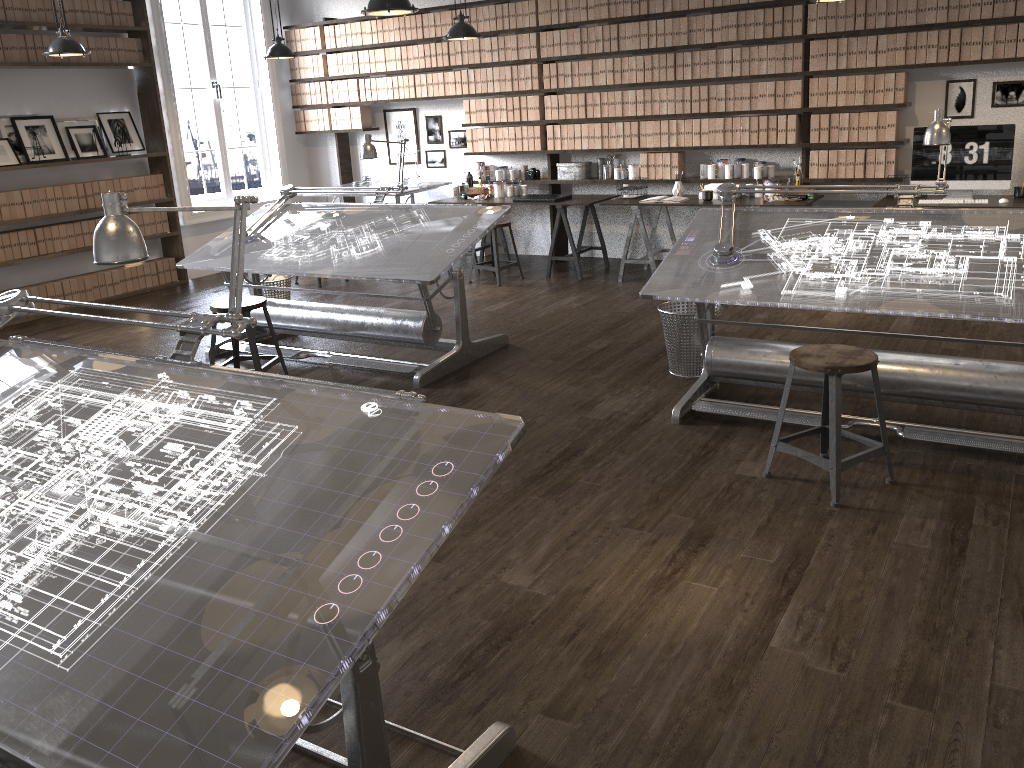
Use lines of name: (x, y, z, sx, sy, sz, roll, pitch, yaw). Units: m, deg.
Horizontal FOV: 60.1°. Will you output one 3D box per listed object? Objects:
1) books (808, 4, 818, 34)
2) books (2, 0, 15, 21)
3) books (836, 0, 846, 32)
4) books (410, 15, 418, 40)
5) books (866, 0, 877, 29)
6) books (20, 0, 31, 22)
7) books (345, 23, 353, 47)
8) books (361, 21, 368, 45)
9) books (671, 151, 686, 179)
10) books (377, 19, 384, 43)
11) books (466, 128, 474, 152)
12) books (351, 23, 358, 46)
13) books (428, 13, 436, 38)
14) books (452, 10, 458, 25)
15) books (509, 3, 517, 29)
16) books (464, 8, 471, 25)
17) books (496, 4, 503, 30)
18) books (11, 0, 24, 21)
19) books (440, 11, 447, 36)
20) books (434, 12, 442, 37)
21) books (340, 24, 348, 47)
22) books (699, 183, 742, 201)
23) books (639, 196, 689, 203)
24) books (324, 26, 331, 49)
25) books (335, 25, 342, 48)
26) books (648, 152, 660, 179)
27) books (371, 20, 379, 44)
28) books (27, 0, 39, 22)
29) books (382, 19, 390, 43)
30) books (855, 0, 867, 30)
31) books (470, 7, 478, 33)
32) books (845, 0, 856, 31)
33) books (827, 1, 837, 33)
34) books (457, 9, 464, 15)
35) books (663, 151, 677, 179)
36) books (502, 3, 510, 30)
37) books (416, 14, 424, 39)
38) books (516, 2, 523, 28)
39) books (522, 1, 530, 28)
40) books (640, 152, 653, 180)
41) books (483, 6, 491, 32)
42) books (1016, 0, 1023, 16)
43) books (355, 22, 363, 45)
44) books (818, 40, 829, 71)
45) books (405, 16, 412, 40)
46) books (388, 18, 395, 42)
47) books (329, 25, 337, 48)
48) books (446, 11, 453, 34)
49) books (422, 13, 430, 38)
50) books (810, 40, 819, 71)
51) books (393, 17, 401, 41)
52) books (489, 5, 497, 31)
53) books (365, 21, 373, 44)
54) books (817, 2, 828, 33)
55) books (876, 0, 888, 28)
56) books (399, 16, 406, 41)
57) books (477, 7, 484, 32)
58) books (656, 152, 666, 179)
books: (2.339, -2.812, 6.839, 0.067, 0.223, 0.176, 6, 18, 30)
books: (-4.091, -3.014, 7.113, 0.175, 0.223, 0.067, 6, 18, 31)
books: (2.518, -2.789, 6.735, 0.067, 0.222, 0.176, 6, 18, 30)
books: (-0.913, -3.492, 8.685, 0.067, 0.222, 0.176, 6, 18, 30)
books: (2.703, -2.766, 6.628, 0.067, 0.223, 0.176, 6, 18, 30)
books: (-4.025, -3.054, 7.226, 0.175, 0.222, 0.067, 6, 18, 31)
books: (-1.620, -3.583, 9.103, 0.067, 0.223, 0.176, 6, 18, 30)
books: (-1.445, -3.560, 8.998, 0.067, 0.222, 0.176, 6, 18, 30)
books: (1.444, -1.899, 7.689, 0.067, 0.223, 0.176, 6, 18, 30)
books: (-1.268, -3.537, 8.894, 0.067, 0.223, 0.176, 6, 18, 30)
books: (-0.369, -2.388, 8.674, 0.067, 0.223, 0.176, 6, 18, 30)
books: (-1.559, -3.575, 9.067, 0.067, 0.223, 0.176, 6, 18, 30)
books: (-0.727, -3.467, 8.570, 0.067, 0.223, 0.176, 6, 18, 30)
books: (-0.488, -3.437, 8.432, 0.067, 0.222, 0.176, 6, 18, 30)
books: (0.050, -3.368, 8.114, 0.067, 0.223, 0.176, 6, 18, 30)
books: (-0.374, -3.421, 8.361, 0.067, 0.223, 0.176, 6, 18, 30)
books: (-0.071, -3.382, 8.180, 0.067, 0.223, 0.176, 6, 18, 30)
books: (-4.055, -3.035, 7.174, 0.175, 0.222, 0.067, 6, 18, 31)
books: (-0.603, -3.452, 8.501, 0.067, 0.223, 0.176, 6, 18, 30)
books: (-0.664, -3.460, 8.537, 0.067, 0.223, 0.176, 6, 18, 30)
books: (-1.683, -3.589, 9.135, 0.067, 0.223, 0.176, 6, 18, 30)
books: (1.686, -1.584, 7.233, 0.295, 0.145, 0.390, 7, 20, 30)
books: (1.259, -1.523, 7.303, 0.355, 0.029, 0.259, 7, 21, 30)
books: (-1.869, -3.615, 9.251, 0.067, 0.222, 0.176, 6, 18, 30)
books: (-1.742, -3.599, 9.175, 0.067, 0.223, 0.176, 6, 18, 30)
books: (1.261, -1.922, 7.796, 0.067, 0.223, 0.176, 6, 18, 30)
books: (-1.331, -3.544, 8.926, 0.067, 0.223, 0.176, 6, 18, 30)
books: (-3.986, -3.073, 7.279, 0.175, 0.223, 0.067, 6, 18, 31)
books: (-1.207, -3.530, 8.860, 0.067, 0.223, 0.176, 6, 18, 30)
books: (2.636, -2.773, 6.661, 0.067, 0.223, 0.176, 6, 18, 30)
books: (-0.312, -3.415, 8.328, 0.067, 0.223, 0.176, 6, 18, 30)
books: (2.575, -2.783, 6.703, 0.067, 0.222, 0.176, 6, 18, 30)
books: (2.461, -2.795, 6.763, 0.067, 0.223, 0.176, 6, 18, 30)
books: (-0.435, -3.430, 8.399, 0.067, 0.222, 0.176, 6, 18, 30)
books: (1.381, -1.906, 7.721, 0.067, 0.223, 0.176, 6, 18, 30)
books: (-0.014, -3.376, 8.151, 0.067, 0.222, 0.176, 6, 18, 30)
books: (-0.852, -3.483, 8.643, 0.067, 0.223, 0.176, 6, 18, 30)
books: (0.111, -3.361, 8.080, 0.067, 0.223, 0.176, 6, 18, 30)
books: (0.169, -3.352, 8.042, 0.067, 0.223, 0.176, 6, 18, 30)
books: (1.201, -1.928, 7.826, 0.067, 0.223, 0.176, 6, 18, 30)
books: (-0.193, -3.399, 8.256, 0.067, 0.223, 0.176, 6, 18, 30)
books: (3.540, -2.659, 6.133, 0.067, 0.222, 0.176, 6, 18, 30)
books: (-1.504, -3.566, 9.028, 0.067, 0.223, 0.176, 6, 18, 30)
books: (2.426, -2.546, 6.862, 0.067, 0.223, 0.176, 6, 18, 30)
books: (-0.971, -3.499, 8.717, 0.067, 0.222, 0.176, 6, 18, 30)
books: (-1.149, -3.521, 8.821, 0.067, 0.223, 0.176, 6, 18, 30)
books: (-1.809, -3.605, 9.209, 0.067, 0.223, 0.176, 6, 18, 30)
books: (-0.548, -3.443, 8.462, 0.067, 0.223, 0.176, 6, 18, 30)
books: (-0.785, -3.476, 8.610, 0.067, 0.223, 0.176, 6, 18, 30)
books: (2.374, -2.554, 6.898, 0.067, 0.222, 0.176, 6, 18, 30)
books: (-1.089, -3.512, 8.782, 0.067, 0.223, 0.176, 6, 18, 30)
books: (-0.133, -3.390, 8.216, 0.067, 0.223, 0.176, 6, 18, 30)
books: (-1.392, -3.552, 8.964, 0.067, 0.222, 0.176, 6, 18, 30)
books: (2.399, -2.803, 6.800, 0.067, 0.223, 0.176, 6, 18, 30)
books: (2.762, -2.757, 6.588, 0.067, 0.223, 0.176, 6, 18, 30)
books: (-1.027, -3.504, 8.745, 0.067, 0.223, 0.176, 6, 18, 30)
books: (-0.251, -3.407, 8.294, 0.067, 0.223, 0.176, 6, 18, 30)
books: (1.322, -1.915, 7.760, 0.067, 0.223, 0.176, 6, 18, 30)
